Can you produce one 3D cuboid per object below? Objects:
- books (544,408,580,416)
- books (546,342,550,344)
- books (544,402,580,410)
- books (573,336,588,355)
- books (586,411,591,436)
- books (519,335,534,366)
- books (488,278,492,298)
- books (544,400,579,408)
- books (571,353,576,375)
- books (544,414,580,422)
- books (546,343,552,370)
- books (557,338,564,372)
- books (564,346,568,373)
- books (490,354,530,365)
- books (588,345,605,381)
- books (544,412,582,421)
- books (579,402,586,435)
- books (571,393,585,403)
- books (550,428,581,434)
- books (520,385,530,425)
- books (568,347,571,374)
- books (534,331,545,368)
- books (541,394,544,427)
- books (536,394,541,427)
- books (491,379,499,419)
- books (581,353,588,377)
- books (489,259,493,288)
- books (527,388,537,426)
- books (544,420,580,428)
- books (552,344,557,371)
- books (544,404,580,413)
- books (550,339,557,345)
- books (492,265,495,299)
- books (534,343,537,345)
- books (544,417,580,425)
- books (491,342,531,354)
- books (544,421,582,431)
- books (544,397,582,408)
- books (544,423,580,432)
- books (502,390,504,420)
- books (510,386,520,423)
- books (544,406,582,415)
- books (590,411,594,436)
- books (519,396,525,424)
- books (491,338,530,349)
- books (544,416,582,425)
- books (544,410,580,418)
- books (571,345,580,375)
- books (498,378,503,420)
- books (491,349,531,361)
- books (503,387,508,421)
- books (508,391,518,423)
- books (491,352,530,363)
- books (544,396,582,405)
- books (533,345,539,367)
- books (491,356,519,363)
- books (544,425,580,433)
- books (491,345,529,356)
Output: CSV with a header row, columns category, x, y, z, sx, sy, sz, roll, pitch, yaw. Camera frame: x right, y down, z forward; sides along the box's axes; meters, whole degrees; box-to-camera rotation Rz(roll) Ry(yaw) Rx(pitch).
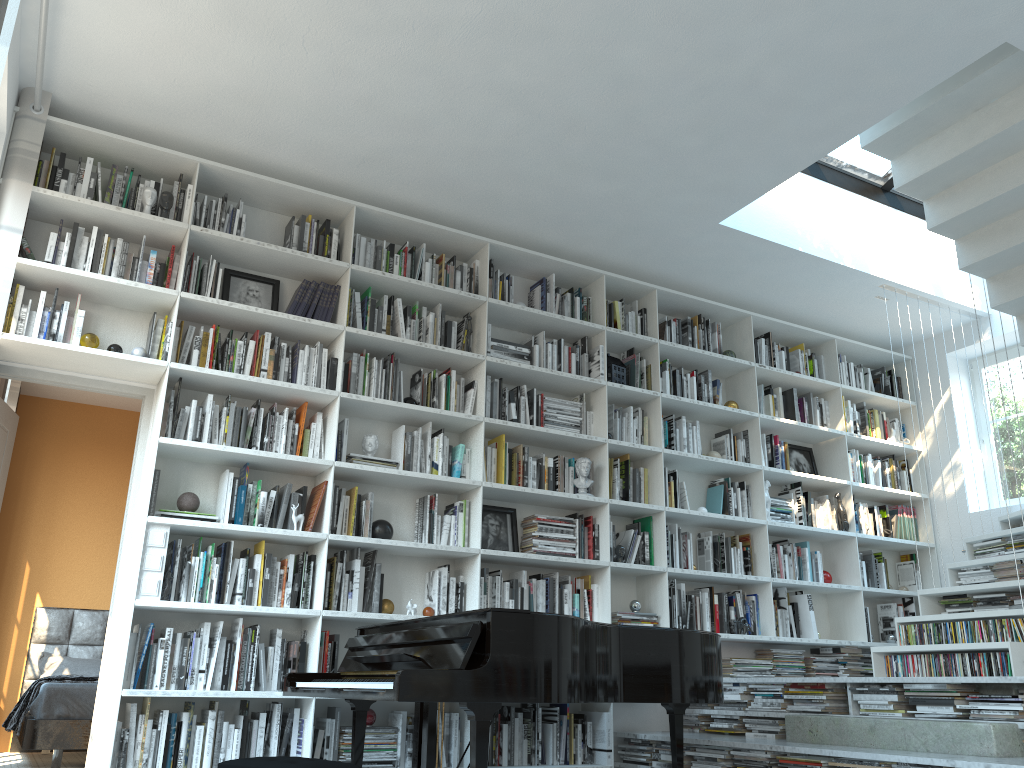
category,x,y,z,sx,sy,sz,roll,pitch,yaw
books,0.268,0.193,5.472,0.254,0.012,0.161,10,-21,-25
books,0.198,-0.128,5.536,0.012,0.243,0.132,11,-21,-27
books,0.269,0.157,5.483,0.254,0.012,0.161,10,-21,-25
books,0.436,-0.126,5.666,0.012,0.333,0.156,11,-21,-27
books,0.434,0.287,5.537,0.030,0.198,0.172,11,-21,-27
books,0.089,-0.158,5.470,0.012,0.253,0.161,11,-21,-27
books,-0.172,-0.530,5.437,0.026,0.194,0.167,11,-21,-27
books,0.267,0.147,5.491,0.254,0.012,0.161,11,-21,-27
books,0.344,-0.079,5.585,0.029,0.187,0.176,11,-21,-27
books,0.267,0.228,5.462,0.254,0.012,0.161,11,-21,-26
books,0.187,-0.122,5.513,0.027,0.215,0.190,11,-21,-27
books,0.269,-0.130,5.566,0.023,0.268,0.185,11,-21,-27
books,0.293,-0.106,5.561,0.023,0.222,0.191,11,-21,-27
books,-0.052,-0.126,5.385,0.285,0.012,0.160,12,-22,-30
books,0.497,-0.092,5.613,0.037,0.236,0.273,11,-21,-27
books,0.269,0.216,5.462,0.285,0.012,0.160,10,-21,-24
books,0.412,0.252,5.519,0.012,0.253,0.161,11,-21,-27
books,0.415,0.227,5.548,0.012,0.317,0.140,11,-21,-27
books,0.266,0.309,5.436,0.285,0.012,0.160,11,-21,-26
books,0.053,0.167,5.351,0.049,0.290,0.162,11,-21,-27
books,0.324,-0.101,5.585,0.012,0.229,0.159,11,-21,-27
books,0.150,-0.166,5.489,0.011,0.283,0.190,11,-21,-27
books,0.142,0.199,5.369,0.013,0.246,0.177,11,-21,-27
books,0.124,0.201,5.373,0.015,0.244,0.183,11,-21,-27
books,-0.127,0.132,5.263,0.029,0.294,0.151,11,-21,-27
books,0.421,-0.070,5.628,0.029,0.202,0.192,11,-21,-27
books,-0.160,-0.592,5.480,0.014,0.339,0.145,11,-21,-27
books,0.090,0.180,5.352,0.021,0.268,0.192,11,-21,-27
books,0.267,0.262,5.449,0.254,0.012,0.161,10,-21,-25
books,0.220,-0.115,5.533,0.028,0.218,0.184,11,-21,-27
books,0.272,0.169,5.474,0.254,0.012,0.161,9,-21,-22
books,0.236,-0.130,5.572,0.029,0.272,0.141,11,-21,-27
books,-0.147,-0.570,5.474,0.010,0.295,0.153,11,-21,-27
books,0.114,-0.129,5.505,0.024,0.222,0.129,11,-21,-27
books,0.268,0.250,5.453,0.254,0.012,0.161,12,-22,-29
books,-0.050,-0.200,5.412,0.285,0.024,0.160,10,-21,-25
books,0.268,0.273,5.443,0.285,0.012,0.160,12,-22,-30
books,0.273,0.132,5.485,0.285,0.012,0.160,13,-23,-32
books,0.266,0.285,5.443,0.254,0.012,0.161,12,-22,-28
books,-0.088,0.167,5.269,0.014,0.232,0.147,11,-21,-27
books,0.007,0.162,5.330,0.022,0.284,0.131,11,-21,-27
books,0.267,0.182,5.478,0.285,0.012,0.160,12,-22,-28
books,0.457,0.291,5.556,0.030,0.204,0.159,11,-21,-27
books,0.029,0.197,5.324,0.024,0.216,0.148,11,-21,-27
books,-0.052,-0.221,5.424,0.285,0.024,0.160,11,-21,-27
books,0.266,0.240,5.458,0.285,0.012,0.160,11,-21,-26
books,0.269,0.204,5.466,0.254,0.012,0.161,12,-22,-30
books,0.371,-0.102,5.607,0.032,0.247,0.174,11,-21,-27
books,-0.106,0.130,5.266,0.011,0.299,0.180,11,-21,-27
books,-0.048,-0.155,5.391,0.285,0.024,0.160,9,-21,-22
books,-0.074,0.160,5.274,0.014,0.249,0.173,11,-21,-27
books,-0.026,0.174,5.292,0.066,0.236,0.154,11,-21,-27
books,-0.053,-0.137,5.391,0.285,0.012,0.160,12,-22,-29
books,0.269,0.123,5.495,0.285,0.012,0.160,10,-21,-25
books,0.107,-0.124,5.464,0.025,0.187,0.194,11,-21,-27
books,-0.052,-0.115,5.381,0.254,0.012,0.161,12,-22,-30
books,0.265,0.298,5.441,0.254,0.012,0.161,11,-21,-27
books,-0.048,-0.178,5.401,0.254,0.025,0.161,13,-22,-31
